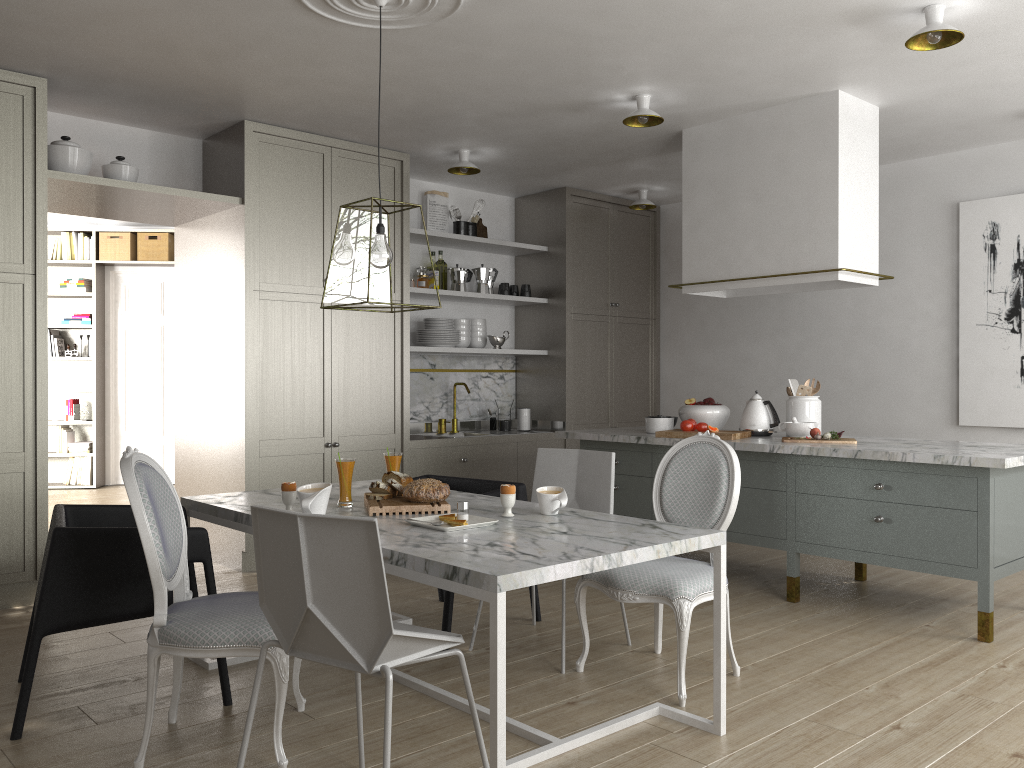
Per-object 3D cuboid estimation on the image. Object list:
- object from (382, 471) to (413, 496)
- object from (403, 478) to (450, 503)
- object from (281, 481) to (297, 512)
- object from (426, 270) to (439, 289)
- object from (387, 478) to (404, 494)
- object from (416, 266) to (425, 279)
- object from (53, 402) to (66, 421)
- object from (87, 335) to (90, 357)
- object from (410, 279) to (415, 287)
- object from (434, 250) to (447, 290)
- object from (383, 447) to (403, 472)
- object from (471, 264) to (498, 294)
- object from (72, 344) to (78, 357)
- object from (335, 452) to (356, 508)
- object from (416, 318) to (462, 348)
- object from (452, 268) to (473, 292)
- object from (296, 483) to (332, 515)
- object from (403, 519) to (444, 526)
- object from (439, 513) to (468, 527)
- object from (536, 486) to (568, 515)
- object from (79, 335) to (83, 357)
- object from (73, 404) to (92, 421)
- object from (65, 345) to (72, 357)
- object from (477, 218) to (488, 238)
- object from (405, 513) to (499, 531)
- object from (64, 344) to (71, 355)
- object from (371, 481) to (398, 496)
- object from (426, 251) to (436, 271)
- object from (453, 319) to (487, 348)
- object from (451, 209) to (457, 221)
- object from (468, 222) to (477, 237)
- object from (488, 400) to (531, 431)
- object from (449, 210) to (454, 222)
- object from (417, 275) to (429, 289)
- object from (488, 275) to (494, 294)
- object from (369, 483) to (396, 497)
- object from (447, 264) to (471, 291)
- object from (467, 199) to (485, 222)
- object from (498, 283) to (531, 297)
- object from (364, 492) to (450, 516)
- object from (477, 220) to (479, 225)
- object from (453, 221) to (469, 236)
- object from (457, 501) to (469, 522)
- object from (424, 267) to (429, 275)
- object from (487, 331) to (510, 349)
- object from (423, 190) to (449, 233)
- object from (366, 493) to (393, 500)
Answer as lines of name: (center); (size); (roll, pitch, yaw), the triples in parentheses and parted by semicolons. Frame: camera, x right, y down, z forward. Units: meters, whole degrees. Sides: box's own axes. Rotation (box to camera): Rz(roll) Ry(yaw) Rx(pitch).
object: (-0.401, 0.346, 3.131); (0.086, 0.087, 0.090); (0, 0, 25)
object: (-0.284, 0.353, 2.955); (0.157, 0.075, 0.151); (0, 0, -6)
object: (-0.723, 0.366, 2.872); (0.050, 0.101, 0.050); (0, 0, 44)
object: (-0.530, -0.682, 5.915); (0.077, 0.141, 0.044); (0, 0, 43)
object: (-0.391, 0.356, 3.040); (0.079, 0.067, 0.074); (0, 0, 20)
object: (-0.606, -0.698, 5.891); (0.059, 0.172, 0.059); (0, 0, 20)
object: (-4.210, 0.257, 8.307); (0.122, 0.174, 0.128); (0, 0, -2)
object: (-3.998, -0.356, 8.372); (0.069, 0.211, 0.069); (0, 0, -34)
object: (-0.664, -0.654, 5.885); (0.046, 0.084, 0.046); (0, 0, -16)
object: (-0.476, -0.753, 5.933); (0.089, 0.282, 0.082); (0, 0, 43)
object: (-0.435, 0.323, 3.241); (0.071, 0.188, 0.071); (0, 0, -21)
object: (-0.190, -0.718, 6.080); (0.175, 0.212, 0.111); (0, 0, 19)
object: (-4.110, -0.315, 8.339); (0.064, 0.128, 0.035); (0, 0, 9)
object: (-0.566, 0.324, 3.013); (0.071, 0.188, 0.071); (0, 0, -21)
object: (-0.488, -0.336, 5.898); (0.300, 0.195, 0.306); (0, 0, 44)
object: (-0.333, -0.694, 5.917); (0.138, 0.167, 0.087); (0, 0, 44)
object: (-0.610, 0.368, 2.759); (0.110, 0.105, 0.170); (0, 0, -22)
object: (-0.259, 0.410, 2.630); (0.132, 0.013, 0.032); (0, 0, 23)
object: (-0.175, 0.410, 2.657); (0.068, 0.014, 0.197); (0, 0, -14)
object: (0.140, 0.377, 2.845); (0.138, 0.085, 0.089); (0, 0, 43)
object: (-4.076, -0.356, 8.392); (0.069, 0.211, 0.069); (0, 0, -34)
object: (-4.024, 0.266, 8.314); (0.120, 0.155, 0.128); (0, 0, -2)
object: (-4.142, -0.306, 8.286); (0.064, 0.112, 0.035); (0, 0, -7)
object: (-0.214, -1.075, 6.226); (0.092, 0.183, 0.038); (0, 0, -32)
object: (-0.181, 0.413, 2.649); (0.212, 0.014, 0.212); (0, 0, -42)
object: (-4.185, -0.315, 8.356); (0.064, 0.128, 0.035); (0, 0, -28)
object: (-0.446, 0.361, 3.061); (0.083, 0.057, 0.072); (0, 0, 24)
object: (-0.532, -0.753, 5.992); (0.066, 0.282, 0.066); (0, 0, 38)
object: (-0.304, -0.348, 6.200); (0.149, 0.216, 0.309); (0, 0, 41)
object: (-0.384, -1.129, 6.083); (0.085, 0.148, 0.050); (0, 0, 20)
object: (-0.298, -1.047, 6.136); (0.112, 0.128, 0.112); (0, 0, 32)
object: (-0.022, 0.217, 6.289); (0.307, 0.229, 0.144); (0, 0, 1)
object: (-0.389, -1.088, 6.055); (0.098, 0.199, 0.059); (0, 0, -23)
object: (-0.584, -0.662, 5.825); (0.078, 0.101, 0.078); (0, 0, 4)
object: (-0.168, -0.696, 6.236); (0.087, 0.167, 0.138); (0, 0, -18)
object: (-0.447, 0.362, 3.032); (0.083, 0.055, 0.073); (0, 0, 24)
object: (-0.362, -0.718, 6.088); (0.175, 0.212, 0.111); (0, 0, -6)
object: (-0.247, -1.178, 6.062); (0.135, 0.187, 0.070); (0, 0, -39)
object: (-0.001, -0.662, 6.335); (0.264, 0.098, 0.173); (0, 0, -34)
object: (-0.364, 0.404, 3.020); (0.260, 0.031, 0.360); (0, 0, -12)
object: (-0.226, -1.075, 6.227); (0.092, 0.183, 0.038); (0, 0, -32)
object: (-0.348, -1.042, 6.035); (0.108, 0.118, 0.108); (0, 0, 39)
object: (-0.149, 0.387, 2.698); (0.036, 0.060, 0.036); (0, 0, -1)
object: (-0.587, -0.698, 5.954); (0.059, 0.172, 0.059); (0, 0, -16)
object: (-0.094, -0.307, 6.192); (0.102, 0.135, 0.210); (0, 0, 40)
object: (-0.512, -1.146, 6.026); (0.183, 0.327, 0.074); (0, 0, -33)
object: (-0.454, 0.382, 3.003); (0.077, 0.017, 0.068); (0, 0, 26)
